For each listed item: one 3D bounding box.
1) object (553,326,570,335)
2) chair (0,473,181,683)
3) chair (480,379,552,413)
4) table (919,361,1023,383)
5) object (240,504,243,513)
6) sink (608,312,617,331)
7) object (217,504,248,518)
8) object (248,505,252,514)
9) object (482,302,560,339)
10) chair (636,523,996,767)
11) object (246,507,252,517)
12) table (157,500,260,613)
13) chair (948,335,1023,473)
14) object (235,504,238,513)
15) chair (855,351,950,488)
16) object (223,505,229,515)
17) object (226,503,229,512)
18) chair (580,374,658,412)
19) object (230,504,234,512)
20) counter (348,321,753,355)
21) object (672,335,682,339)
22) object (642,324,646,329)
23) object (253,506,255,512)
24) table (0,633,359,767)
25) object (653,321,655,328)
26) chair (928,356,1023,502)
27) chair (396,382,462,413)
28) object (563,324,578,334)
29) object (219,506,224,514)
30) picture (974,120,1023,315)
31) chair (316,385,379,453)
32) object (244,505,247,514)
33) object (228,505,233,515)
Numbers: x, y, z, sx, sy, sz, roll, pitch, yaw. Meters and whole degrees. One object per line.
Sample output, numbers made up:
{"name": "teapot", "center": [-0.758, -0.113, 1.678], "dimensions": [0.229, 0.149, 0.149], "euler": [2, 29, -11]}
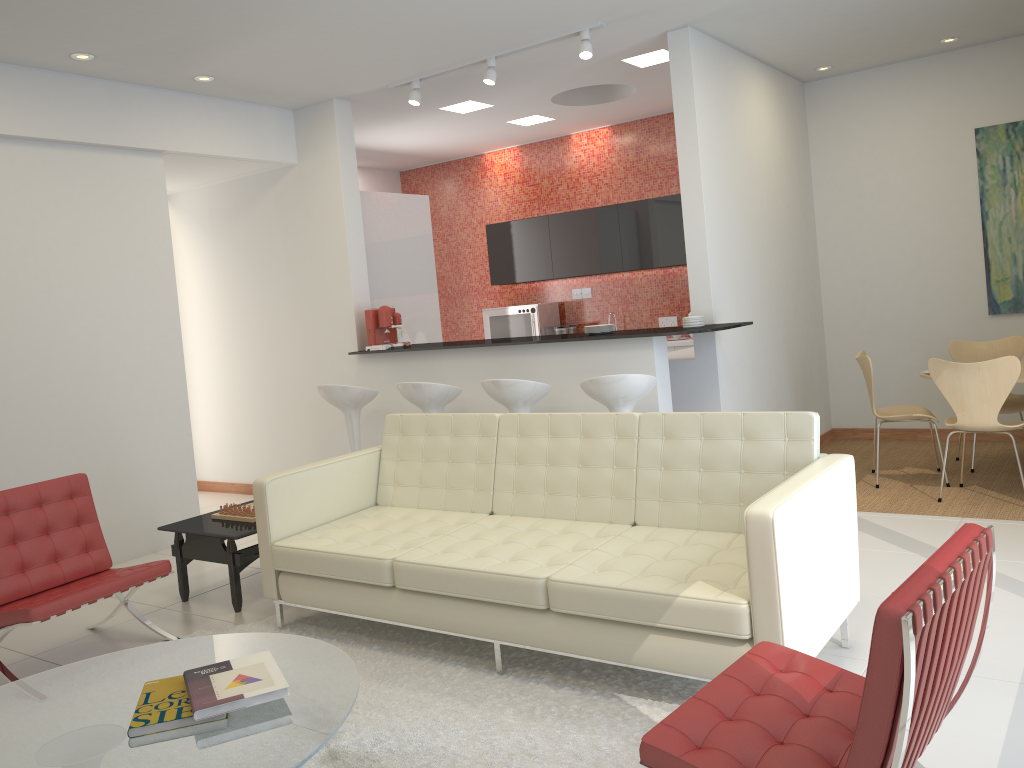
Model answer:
{"name": "object", "center": [0.517, -0.488, 9.143], "dimensions": [0.172, 0.215, 0.172], "euler": [-7, 4, -36]}
{"name": "chair", "center": [-2.095, 0.888, 4.104], "dimensions": [0.705, 0.815, 0.703], "euler": [-3, 4, 31]}
{"name": "chair", "center": [0.076, 0.449, 5.670], "dimensions": [0.466, 1.019, 0.456], "euler": [-7, 3, -43]}
{"name": "table", "center": [3.845, 0.251, 5.626], "dimensions": [2.258, 0.727, 1.285], "euler": [-2, 6, 36]}
{"name": "object", "center": [-1.523, 0.700, 4.966], "dimensions": [0.030, 0.049, 0.030], "euler": [-3, 4, 43]}
{"name": "sink", "center": [1.000, -0.451, 8.906], "dimensions": [0.807, 0.536, 0.418], "euler": [-2, 4, 35]}
{"name": "object", "center": [-1.447, 0.710, 5.036], "dimensions": [0.346, 0.001, 0.351], "euler": [-2, 6, 35]}
{"name": "object", "center": [-1.458, 0.698, 4.920], "dimensions": [0.030, 0.049, 0.030], "euler": [-3, 4, 43]}
{"name": "object", "center": [0.099, -0.605, 9.487], "dimensions": [0.721, 0.470, 0.437], "euler": [-2, 4, 35]}
{"name": "chair", "center": [0.782, 0.797, 2.151], "dimensions": [0.705, 0.815, 0.703], "euler": [-3, 4, 41]}
{"name": "object", "center": [-1.448, 0.701, 4.864], "dimensions": [0.030, 0.052, 0.030], "euler": [-3, 3, 43]}
{"name": "table", "center": [-1.401, 0.936, 5.069], "dimensions": [0.700, 0.421, 0.921], "euler": [-2, 5, 35]}
{"name": "chair", "center": [3.489, 0.130, 6.373], "dimensions": [0.520, 0.905, 0.517], "euler": [-5, 3, 15]}
{"name": "object", "center": [-1.555, 0.701, 4.989], "dimensions": [0.030, 0.049, 0.030], "euler": [-3, 4, 43]}
{"name": "chair", "center": [2.704, 0.221, 6.175], "dimensions": [0.515, 0.905, 0.523], "euler": [-4, 3, 20]}
{"name": "object", "center": [-1.611, 0.705, 4.980], "dimensions": [0.030, 0.052, 0.030], "euler": [-3, 3, 43]}
{"name": "object", "center": [-1.620, 0.703, 5.035], "dimensions": [0.030, 0.049, 0.030], "euler": [-3, 4, 43]}
{"name": "chair", "center": [0.673, 0.431, 5.247], "dimensions": [0.456, 1.019, 0.466], "euler": [-4, 2, 22]}
{"name": "object", "center": [-1.588, 0.702, 5.012], "dimensions": [0.030, 0.049, 0.030], "euler": [-3, 4, 43]}
{"name": "counter", "center": [0.148, -0.315, 6.302], "dimensions": [2.960, 0.019, 0.739], "euler": [-2, 6, 35]}
{"name": "object", "center": [1.594, -0.471, 8.542], "dimensions": [0.121, 0.084, 0.121], "euler": [-5, 4, 1]}
{"name": "object", "center": [1.320, -0.500, 8.543], "dimensions": [0.011, 0.177, 0.164], "euler": [-7, 3, -41]}
{"name": "object", "center": [-1.425, 0.697, 4.896], "dimensions": [0.030, 0.049, 0.030], "euler": [-3, 4, 43]}
{"name": "table", "center": [-1.116, 1.156, 2.383], "dimensions": [1.318, 0.403, 1.544], "euler": [-2, 6, 34]}
{"name": "object", "center": [1.382, -0.508, 8.555], "dimensions": [0.009, 0.195, 0.140], "euler": [-5, 3, 5]}
{"name": "chair", "center": [2.935, 0.262, 5.477], "dimensions": [0.520, 0.905, 0.518], "euler": [-3, 3, 43]}
{"name": "chair", "center": [-0.519, 0.466, 6.093], "dimensions": [0.466, 1.019, 0.456], "euler": [-7, 3, -43]}
{"name": "object", "center": [0.618, -0.516, 9.355], "dimensions": [0.172, 0.215, 0.172], "euler": [-7, 4, -36]}
{"name": "object", "center": [-1.643, 0.710, 5.003], "dimensions": [0.030, 0.044, 0.030], "euler": [-3, 4, 43]}
{"name": "picture", "center": [4.490, -1.324, 6.632], "dimensions": [1.736, 1.504, 0.020], "euler": [-3, 3, 36]}
{"name": "chair", "center": [-1.164, 0.485, 6.553], "dimensions": [0.466, 1.019, 0.456], "euler": [-7, 3, -43]}
{"name": "object", "center": [-1.490, 0.699, 4.943], "dimensions": [0.030, 0.049, 0.030], "euler": [-3, 4, 43]}
{"name": "object", "center": [-1.578, 0.703, 4.956], "dimensions": [0.030, 0.055, 0.030], "euler": [-3, 3, 43]}
